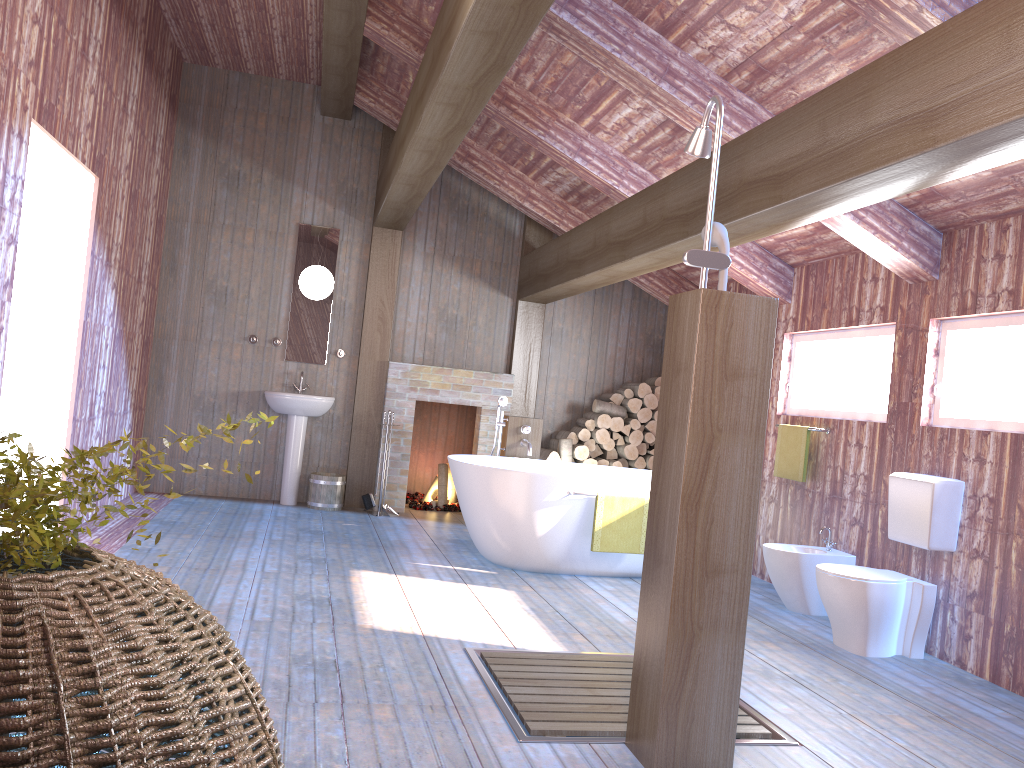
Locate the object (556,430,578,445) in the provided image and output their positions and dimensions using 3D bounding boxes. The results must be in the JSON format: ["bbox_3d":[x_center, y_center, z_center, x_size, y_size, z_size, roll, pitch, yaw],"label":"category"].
[{"bbox_3d":[0.498,0.482,8.029,0.114,0.113,0.301,6,-1,-15],"label":"object"}]

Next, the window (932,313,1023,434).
[{"bbox_3d":[2.455,-0.052,4.206,0.054,0.587,1.255,6,-1,-12],"label":"window"}]

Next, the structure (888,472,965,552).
[{"bbox_3d":[2.116,0.651,4.570,0.182,0.363,0.358,6,-1,-12],"label":"structure"}]

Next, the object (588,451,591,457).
[{"bbox_3d":[0.655,0.624,8.034,0.064,0.068,0.174,6,-1,-14],"label":"object"}]

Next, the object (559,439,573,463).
[{"bbox_3d":[0.474,0.628,7.807,0.147,0.298,0.109,6,-1,-10],"label":"object"}]

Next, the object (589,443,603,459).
[{"bbox_3d":[0.730,0.604,8.140,0.128,0.150,0.323,6,-1,-13],"label":"object"}]

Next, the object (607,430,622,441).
[{"bbox_3d":[0.913,0.466,8.081,0.088,0.092,0.280,6,-1,-12],"label":"object"}]

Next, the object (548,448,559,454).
[{"bbox_3d":[0.379,0.639,8.070,0.099,0.093,0.280,6,-1,-12],"label":"object"}]

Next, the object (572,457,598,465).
[{"bbox_3d":[0.637,0.716,8.036,0.139,0.148,0.458,6,-1,-12],"label":"object"}]

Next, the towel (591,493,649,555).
[{"bbox_3d":[0.680,0.869,5.504,0.370,0.361,0.032,6,-1,-17],"label":"towel"}]

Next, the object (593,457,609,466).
[{"bbox_3d":[0.779,0.722,8.057,0.114,0.120,0.303,6,-1,-12],"label":"object"}]

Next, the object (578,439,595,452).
[{"bbox_3d":[0.657,0.543,8.034,0.111,0.113,0.301,6,-1,-14],"label":"object"}]

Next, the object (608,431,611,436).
[{"bbox_3d":[0.844,0.450,8.050,0.057,0.061,0.156,6,-1,-14],"label":"object"}]

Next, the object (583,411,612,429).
[{"bbox_3d":[0.772,0.326,8.053,0.135,0.145,0.439,6,-1,-12],"label":"object"}]

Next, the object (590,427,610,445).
[{"bbox_3d":[0.747,0.461,8.042,0.141,0.143,0.437,6,-1,-15],"label":"object"}]

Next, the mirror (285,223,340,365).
[{"bbox_3d":[-1.735,-0.778,7.716,0.350,1.199,0.009,6,-1,-13],"label":"mirror"}]

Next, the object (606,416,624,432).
[{"bbox_3d":[0.882,0.352,8.078,0.138,0.147,0.440,6,-1,-12],"label":"object"}]

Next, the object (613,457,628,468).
[{"bbox_3d":[0.967,0.731,8.198,0.116,0.118,0.289,6,-1,-15],"label":"object"}]

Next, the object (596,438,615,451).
[{"bbox_3d":[0.836,0.535,8.061,0.115,0.123,0.291,6,-1,-12],"label":"object"}]

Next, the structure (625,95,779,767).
[{"bbox_3d":[0.644,0.110,2.917,0.328,2.209,0.522,6,-1,8],"label":"structure"}]

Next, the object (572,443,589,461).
[{"bbox_3d":[0.566,0.599,8.004,0.138,0.147,0.440,6,-1,-12],"label":"object"}]

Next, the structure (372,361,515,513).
[{"bbox_3d":[-0.613,0.515,7.913,1.130,1.330,0.226,6,-1,-13],"label":"structure"}]

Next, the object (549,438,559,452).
[{"bbox_3d":[0.428,0.561,8.083,0.108,0.113,0.302,6,-1,-12],"label":"object"}]

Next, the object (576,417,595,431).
[{"bbox_3d":[0.672,0.364,8.034,0.106,0.112,0.282,6,-1,-12],"label":"object"}]

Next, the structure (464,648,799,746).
[{"bbox_3d":[0.390,1.212,3.423,1.000,0.067,1.000,6,-1,-13],"label":"structure"}]

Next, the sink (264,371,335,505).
[{"bbox_3d":[-1.829,0.461,7.490,0.582,1.143,0.475,6,-1,-13],"label":"sink"}]

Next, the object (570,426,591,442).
[{"bbox_3d":[0.614,0.448,8.006,0.115,0.123,0.291,6,-1,-12],"label":"object"}]

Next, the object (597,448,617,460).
[{"bbox_3d":[0.873,0.634,8.176,0.104,0.127,0.321,6,-1,-12],"label":"object"}]

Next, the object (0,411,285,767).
[{"bbox_3d":[-0.831,0.508,1.400,0.972,1.073,0.970,6,-1,-32],"label":"object"}]

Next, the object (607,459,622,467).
[{"bbox_3d":[0.880,0.729,8.076,0.098,0.100,0.437,6,-1,-15],"label":"object"}]

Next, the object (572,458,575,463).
[{"bbox_3d":[0.474,0.689,8.078,0.121,0.124,0.291,6,-1,-12],"label":"object"}]

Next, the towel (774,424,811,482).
[{"bbox_3d":[1.860,0.454,5.893,0.032,0.361,0.370,6,-1,-13],"label":"towel"}]

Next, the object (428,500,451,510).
[{"bbox_3d":[-0.669,1.121,8.249,0.085,0.084,0.278,5,-1,34],"label":"object"}]

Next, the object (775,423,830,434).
[{"bbox_3d":[1.912,0.292,5.899,0.091,0.043,0.581,6,-1,-12],"label":"object"}]

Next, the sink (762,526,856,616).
[{"bbox_3d":[1.740,1.102,5.298,0.515,0.517,0.335,6,-1,-12],"label":"sink"}]

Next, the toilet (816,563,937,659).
[{"bbox_3d":[1.792,1.154,4.505,0.534,0.400,0.375,6,-1,-12],"label":"toilet"}]

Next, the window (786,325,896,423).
[{"bbox_3d":[2.131,-0.060,5.718,0.054,0.587,1.255,6,-1,-12],"label":"window"}]

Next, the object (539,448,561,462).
[{"bbox_3d":[0.309,0.654,7.954,0.139,0.137,0.455,6,-1,-15],"label":"object"}]
